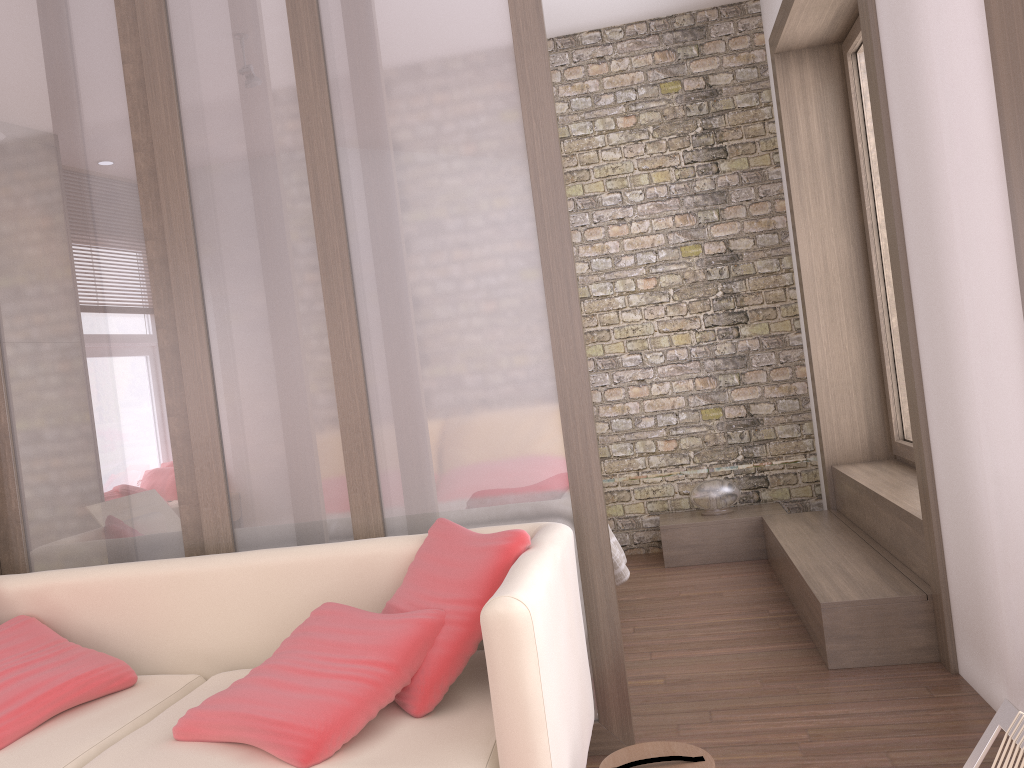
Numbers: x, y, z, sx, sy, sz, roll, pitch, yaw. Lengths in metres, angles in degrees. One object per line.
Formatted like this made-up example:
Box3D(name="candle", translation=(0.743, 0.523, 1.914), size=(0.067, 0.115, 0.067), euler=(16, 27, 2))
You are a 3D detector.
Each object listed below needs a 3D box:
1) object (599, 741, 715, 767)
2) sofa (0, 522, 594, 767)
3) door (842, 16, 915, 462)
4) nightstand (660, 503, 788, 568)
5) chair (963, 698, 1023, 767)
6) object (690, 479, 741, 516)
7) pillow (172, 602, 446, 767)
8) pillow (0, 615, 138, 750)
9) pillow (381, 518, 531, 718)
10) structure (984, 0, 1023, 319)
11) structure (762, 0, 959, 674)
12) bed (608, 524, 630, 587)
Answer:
Box3D(name="object", translation=(0.317, 0.943, 1.829), size=(0.239, 0.341, 0.239), euler=(-7, 0, 42))
Box3D(name="sofa", translation=(-0.929, 0.896, 2.274), size=(2.204, 0.751, 0.919), euler=(-7, 0, 9))
Box3D(name="door", translation=(1.776, -0.702, 3.905), size=(0.117, 2.221, 1.750), euler=(-7, 0, 9))
Box3D(name="nightstand", translation=(1.230, 0.876, 5.166), size=(0.707, 0.240, 0.400), euler=(-7, 0, 9))
Box3D(name="chair", translation=(0.107, 0.772, 0.683), size=(0.853, 0.762, 0.739), euler=(-7, 0, 9))
Box3D(name="object", translation=(1.194, 0.659, 5.205), size=(0.296, 0.199, 0.211), euler=(-7, 0, 7))
Box3D(name="pillow", translation=(-0.463, 0.685, 2.085), size=(0.507, 0.224, 0.467), euler=(-7, 0, 37))
Box3D(name="pillow", translation=(-1.368, 0.799, 2.410), size=(0.467, 0.224, 0.507), euler=(-7, 0, 22))
Box3D(name="pillow", translation=(-0.210, 0.569, 2.263), size=(0.379, 0.377, 0.498), euler=(-7, 0, -31))
Box3D(name="structure", translation=(1.861, -0.521, 1.467), size=(0.845, 2.881, 2.039), euler=(-7, 0, -31))
Box3D(name="structure", translation=(1.488, -0.482, 3.973), size=(0.808, 2.881, 2.039), euler=(-7, 0, 9))
Box3D(name="bed", translation=(-0.533, 0.788, 4.498), size=(2.219, 0.861, 2.360), euler=(-7, 0, 9))
